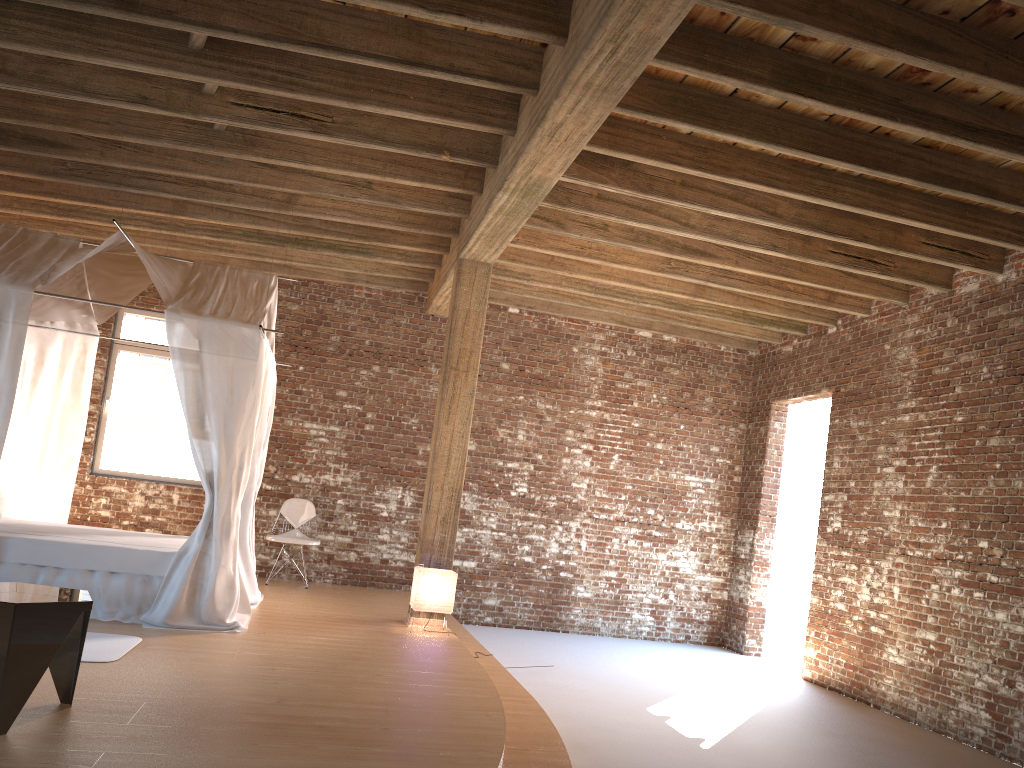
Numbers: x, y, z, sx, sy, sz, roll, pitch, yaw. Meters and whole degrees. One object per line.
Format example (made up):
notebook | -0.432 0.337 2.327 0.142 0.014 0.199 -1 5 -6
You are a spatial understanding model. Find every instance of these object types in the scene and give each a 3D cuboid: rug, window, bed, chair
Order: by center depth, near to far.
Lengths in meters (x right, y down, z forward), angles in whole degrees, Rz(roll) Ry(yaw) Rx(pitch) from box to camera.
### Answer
chair | -2.016 1.074 3.517 0.522 0.487 0.636 4 -7 31
rug | -2.872 1.397 4.850 1.469 0.007 0.845 9 -8 -13
bed | -3.085 -0.300 6.760 2.736 3.863 2.449 8 -5 -13
chair | -2.288 1.647 9.232 0.551 0.892 0.562 8 -5 -13
window | -3.655 0.150 9.398 1.349 1.840 0.168 8 -4 -14

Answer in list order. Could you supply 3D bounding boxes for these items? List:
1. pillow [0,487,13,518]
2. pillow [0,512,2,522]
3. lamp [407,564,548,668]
pillow | -4.195 0.885 7.036 0.300 0.430 0.618 8 -7 -11
pillow | -3.884 0.867 6.431 0.218 0.289 0.383 7 -6 -3
lamp | -0.177 1.958 7.331 1.427 0.776 0.350 10 -5 -21
